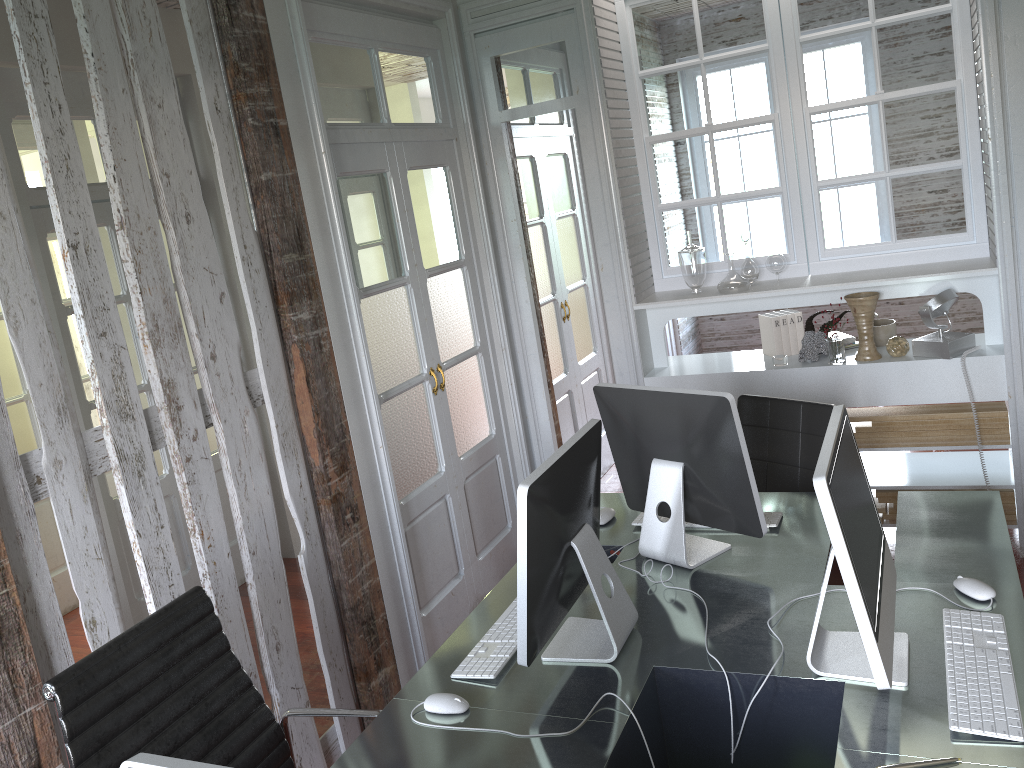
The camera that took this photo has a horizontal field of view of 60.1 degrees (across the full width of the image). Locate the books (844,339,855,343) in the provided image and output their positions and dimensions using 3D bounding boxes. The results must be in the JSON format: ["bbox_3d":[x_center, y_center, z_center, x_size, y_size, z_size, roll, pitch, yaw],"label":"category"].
[{"bbox_3d":[1.484,-0.205,4.154,0.169,0.007,0.191,-11,12,-9],"label":"books"}]

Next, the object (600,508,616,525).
[{"bbox_3d":[0.295,0.420,2.833,0.059,0.028,0.107,-4,13,24],"label":"object"}]

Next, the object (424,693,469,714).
[{"bbox_3d":[-0.143,0.693,1.926,0.106,0.028,0.059,-4,13,24],"label":"object"}]

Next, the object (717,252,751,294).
[{"bbox_3d":[0.990,-0.489,3.974,0.148,0.199,0.149,-8,10,8],"label":"object"}]

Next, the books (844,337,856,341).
[{"bbox_3d":[1.484,-0.211,4.153,0.169,0.007,0.191,-11,12,-9],"label":"books"}]

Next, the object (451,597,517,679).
[{"bbox_3d":[-0.002,0.613,2.215,0.118,0.017,0.444,-4,13,25],"label":"object"}]

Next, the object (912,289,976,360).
[{"bbox_3d":[1.779,-0.259,3.672,0.189,0.270,0.167,-15,11,-28],"label":"object"}]

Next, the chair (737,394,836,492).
[{"bbox_3d":[0.837,0.569,3.101,0.606,0.911,0.476,-16,12,-33],"label":"chair"}]

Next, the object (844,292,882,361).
[{"bbox_3d":[1.512,-0.245,3.793,0.143,0.276,0.145,-2,13,39],"label":"object"}]

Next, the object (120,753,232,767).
[{"bbox_3d":[-0.218,0.672,1.001,0.483,0.481,0.191,-4,11,26],"label":"object"}]

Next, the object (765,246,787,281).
[{"bbox_3d":[1.209,-0.536,4.049,0.094,0.186,0.095,-10,10,1],"label":"object"}]

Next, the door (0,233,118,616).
[{"bbox_3d":[-2.490,0.175,4.731,0.040,2.068,1.088,-5,11,26],"label":"door"}]

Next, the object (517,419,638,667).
[{"bbox_3d":[0.149,0.380,2.060,0.189,0.481,0.489,-5,12,26],"label":"object"}]

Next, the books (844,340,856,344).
[{"bbox_3d":[1.485,-0.198,4.155,0.169,0.007,0.191,-11,12,-9],"label":"books"}]

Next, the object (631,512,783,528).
[{"bbox_3d":[0.588,0.409,2.686,0.438,0.017,0.120,-4,13,26],"label":"object"}]

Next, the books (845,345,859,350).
[{"bbox_3d":[1.489,-0.181,4.147,0.181,0.011,0.248,-11,12,-9],"label":"books"}]

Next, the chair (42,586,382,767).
[{"bbox_3d":[-0.495,1.010,1.849,0.697,1.014,0.673,-6,11,20],"label":"chair"}]

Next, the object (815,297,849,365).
[{"bbox_3d":[1.391,-0.230,3.797,0.128,0.285,0.129,-11,10,-7],"label":"object"}]

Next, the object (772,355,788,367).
[{"bbox_3d":[1.189,-0.102,3.925,0.066,0.040,0.066,-13,12,-16],"label":"object"}]

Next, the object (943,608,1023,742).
[{"bbox_3d":[0.920,0.557,1.745,0.118,0.017,0.444,-4,13,25],"label":"object"}]

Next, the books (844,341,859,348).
[{"bbox_3d":[1.488,-0.189,4.145,0.181,0.007,0.248,-11,12,-9],"label":"books"}]

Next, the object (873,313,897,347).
[{"bbox_3d":[1.654,-0.251,4.010,0.159,0.151,0.218,-7,11,11],"label":"object"}]

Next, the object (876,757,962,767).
[{"bbox_3d":[0.695,0.650,1.513,0.149,0.011,0.011,-9,11,2],"label":"object"}]

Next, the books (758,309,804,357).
[{"bbox_3d":[1.267,-0.237,4.149,0.151,0.192,0.144,-11,10,-8],"label":"books"}]

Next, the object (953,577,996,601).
[{"bbox_3d":[1.059,0.465,2.032,0.059,0.028,0.107,-12,12,-12],"label":"object"}]

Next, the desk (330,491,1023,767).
[{"bbox_3d":[0.375,1.025,1.782,1.298,0.721,2.536,-4,13,25],"label":"desk"}]

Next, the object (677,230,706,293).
[{"bbox_3d":[0.842,-0.556,4.118,0.130,0.313,0.129,-17,12,-38],"label":"object"}]

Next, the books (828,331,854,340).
[{"bbox_3d":[1.482,-0.218,4.153,0.168,0.007,0.191,-10,12,-2],"label":"books"}]

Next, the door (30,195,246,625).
[{"bbox_3d":[-1.717,0.122,4.375,0.040,2.068,1.088,-5,11,26],"label":"door"}]

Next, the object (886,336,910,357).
[{"bbox_3d":[1.638,-0.161,3.761,0.092,0.087,0.093,-15,12,-27],"label":"object"}]

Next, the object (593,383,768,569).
[{"bbox_3d":[0.444,0.243,2.462,0.191,0.481,0.484,-17,13,-38],"label":"object"}]

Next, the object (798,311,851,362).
[{"bbox_3d":[1.395,-0.217,3.991,0.386,0.178,0.158,-19,14,-37],"label":"object"}]

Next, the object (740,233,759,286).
[{"bbox_3d":[1.081,-0.558,4.051,0.088,0.269,0.089,-6,10,21],"label":"object"}]

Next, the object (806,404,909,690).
[{"bbox_3d":[0.693,0.339,1.827,0.189,0.481,0.489,-5,12,26],"label":"object"}]
